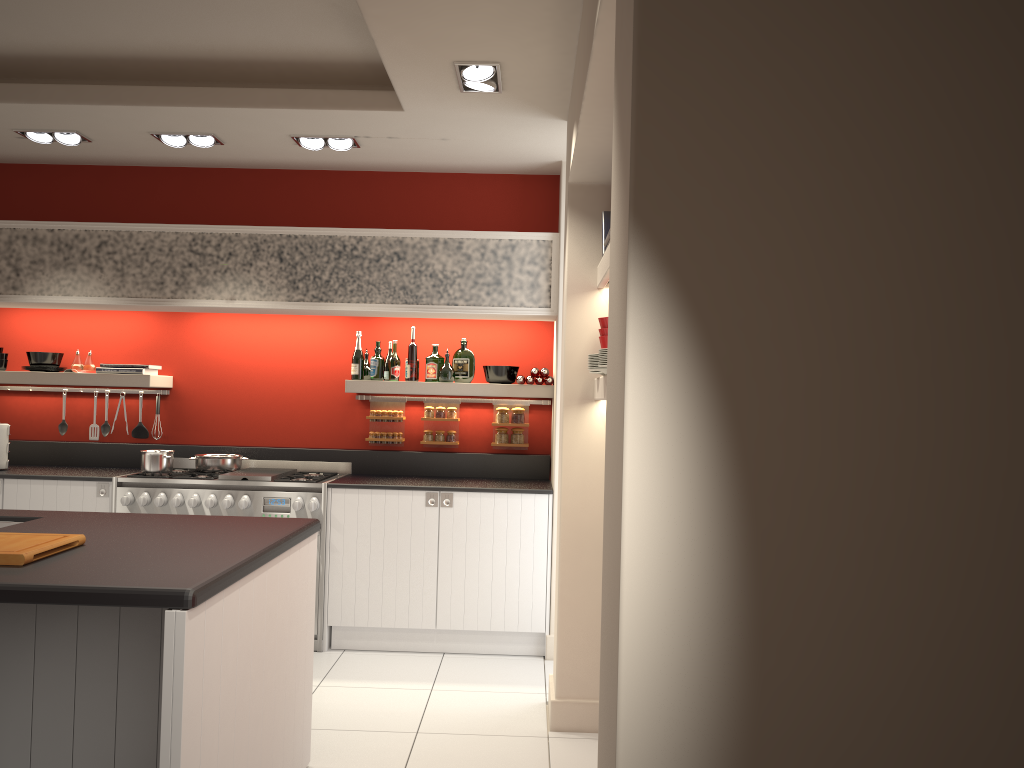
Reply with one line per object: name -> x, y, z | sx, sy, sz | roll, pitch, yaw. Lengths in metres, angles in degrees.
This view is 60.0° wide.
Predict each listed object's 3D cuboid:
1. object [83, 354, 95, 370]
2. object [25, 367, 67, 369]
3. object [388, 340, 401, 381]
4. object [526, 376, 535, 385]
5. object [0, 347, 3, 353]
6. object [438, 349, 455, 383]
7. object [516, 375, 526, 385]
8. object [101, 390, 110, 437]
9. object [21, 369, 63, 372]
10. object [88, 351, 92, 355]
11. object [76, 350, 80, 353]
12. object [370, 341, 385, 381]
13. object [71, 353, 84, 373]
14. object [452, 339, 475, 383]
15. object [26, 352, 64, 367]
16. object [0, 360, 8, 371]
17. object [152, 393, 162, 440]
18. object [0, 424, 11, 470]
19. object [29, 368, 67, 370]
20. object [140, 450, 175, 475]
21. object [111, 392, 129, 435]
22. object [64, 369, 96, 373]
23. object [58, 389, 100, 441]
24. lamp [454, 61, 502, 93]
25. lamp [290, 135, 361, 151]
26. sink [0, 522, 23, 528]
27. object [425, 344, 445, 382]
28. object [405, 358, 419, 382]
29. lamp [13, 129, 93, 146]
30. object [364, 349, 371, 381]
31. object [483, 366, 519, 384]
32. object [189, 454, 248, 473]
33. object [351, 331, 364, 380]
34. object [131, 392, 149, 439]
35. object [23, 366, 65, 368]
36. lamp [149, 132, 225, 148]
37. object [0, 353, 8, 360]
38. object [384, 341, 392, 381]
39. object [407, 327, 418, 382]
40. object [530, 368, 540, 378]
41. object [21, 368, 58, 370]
object -> -2.903, -0.140, 6.093 | 0.077, 0.134, 0.076 | 2, -1, -15
object -> -3.205, -0.103, 6.081 | 0.280, 0.016, 0.280 | 2, -1, 0
object -> -0.796, -0.157, 6.004 | 0.080, 0.278, 0.080 | 1, -1, 5
object -> 0.122, -0.024, 5.918 | 0.062, 0.062, 0.366 | 2, -1, 1
object -> -3.550, -0.215, 6.118 | 0.070, 0.076, 0.070 | 2, -1, -28
object -> -0.431, -0.123, 5.880 | 0.113, 0.226, 0.113 | 1, -1, 12
object -> 0.059, -0.026, 5.919 | 0.062, 0.062, 0.366 | 2, -1, 1
object -> -2.827, 0.207, 6.181 | 0.067, 0.323, 0.022 | 2, -1, 0
object -> -3.206, -0.087, 6.081 | 0.280, 0.016, 0.280 | 2, -1, 0
object -> -2.900, -0.215, 6.096 | 0.026, 0.032, 0.023 | 2, -1, -16
object -> -2.945, -0.218, 6.017 | 0.024, 0.031, 0.023 | 0, -2, 43
object -> -0.894, -0.153, 5.899 | 0.094, 0.264, 0.094 | 2, -1, -10
object -> -2.947, -0.143, 6.015 | 0.076, 0.131, 0.076 | 0, -2, 43
object -> -0.329, -0.155, 6.015 | 0.186, 0.303, 0.057 | 1, -2, 31
object -> -3.204, -0.160, 6.082 | 0.232, 0.108, 0.232 | 1, -1, 43
object -> -3.455, -0.126, 6.008 | 0.070, 0.076, 0.070 | 2, -1, -28
object -> -2.468, 0.227, 6.175 | 0.069, 0.328, 0.069 | 2, -1, -21
object -> -3.293, 0.395, 5.646 | 0.163, 0.304, 0.168 | 1, -1, 30
object -> -3.205, -0.098, 6.081 | 0.280, 0.016, 0.280 | 2, -1, 0
object -> -2.227, 0.493, 5.566 | 0.201, 0.148, 0.201 | 2, -1, -6
object -> -2.729, 0.205, 6.181 | 0.124, 0.297, 0.009 | 2, -1, 1
object -> -2.927, -0.085, 6.052 | 0.160, 0.027, 0.183 | 1, -1, 30
object -> -3.017, 0.215, 6.183 | 0.287, 0.351, 0.022 | 1, -1, 2
lamp -> -0.148, -1.400, 4.015 | 0.199, 0.090, 0.361 | 2, -1, 1
lamp -> -1.065, -1.406, 5.085 | 0.361, 0.103, 0.199 | 2, -1, 1
sink -> -2.147, 0.667, 3.276 | 0.567, 0.258, 0.516 | 2, -1, 1
object -> -0.522, -0.139, 6.008 | 0.112, 0.260, 0.071 | 1, -1, 30
object -> -0.680, -0.144, 6.056 | 0.094, 0.263, 0.094 | 2, -2, -33
lamp -> -2.646, -1.446, 5.118 | 0.361, 0.109, 0.199 | 2, -1, 1
object -> -1.004, -0.134, 6.107 | 0.113, 0.226, 0.113 | 0, -2, 42
object -> -0.076, -0.059, 6.017 | 0.251, 0.121, 0.251 | 2, -1, -17
object -> -1.946, 0.525, 5.883 | 0.309, 0.105, 0.309 | 1, -1, 29
object -> -1.027, -0.189, 5.924 | 0.083, 0.331, 0.083 | 2, -1, -28
object -> -2.589, 0.218, 6.196 | 0.123, 0.331, 0.040 | 2, -1, 1
object -> -3.205, -0.109, 6.081 | 0.280, 0.016, 0.280 | 2, -1, 0
lamp -> -1.866, -1.427, 5.102 | 0.361, 0.104, 0.199 | 2, -1, 1
object -> -3.454, -0.170, 6.009 | 0.070, 0.076, 0.070 | 2, -1, -28
object -> -0.839, -0.155, 6.092 | 0.083, 0.277, 0.083 | 1, -1, 5
object -> -0.659, -0.197, 5.963 | 0.062, 0.366, 0.210 | 2, -1, 1
object -> 0.155, -0.077, 5.941 | 0.062, 0.062, 0.366 | 2, -1, 1
object -> -3.206, -0.093, 6.081 | 0.280, 0.016, 0.280 | 2, -1, 0
